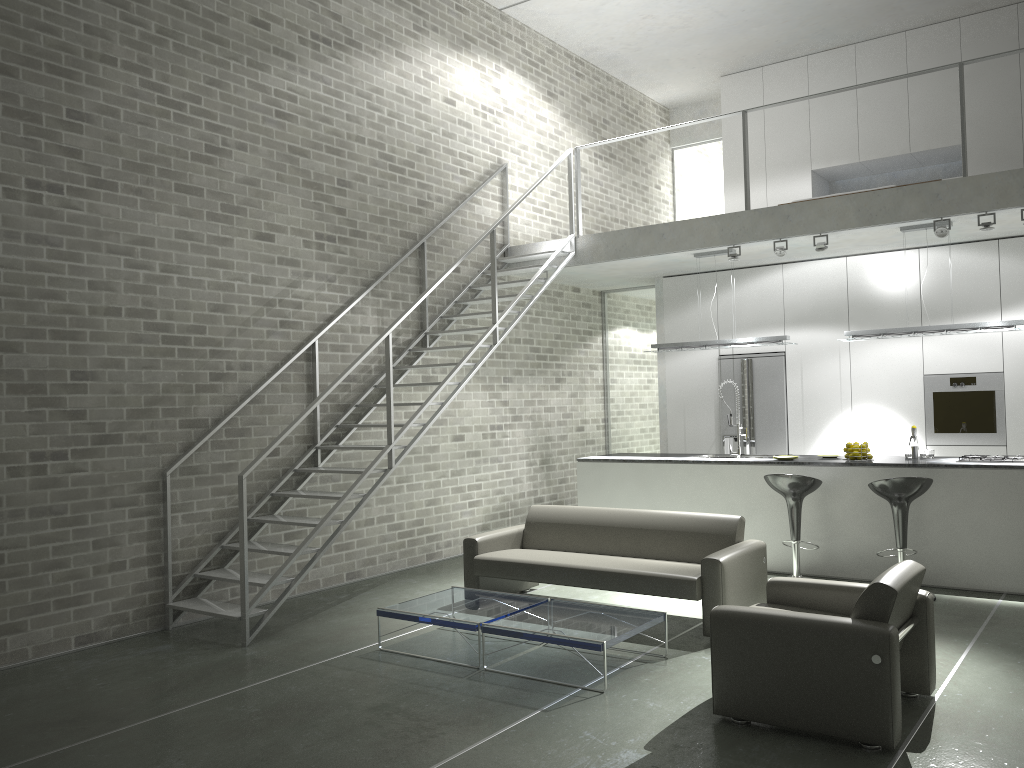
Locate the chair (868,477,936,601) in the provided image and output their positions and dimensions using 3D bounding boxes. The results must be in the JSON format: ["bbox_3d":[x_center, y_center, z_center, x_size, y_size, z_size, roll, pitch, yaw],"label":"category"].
[{"bbox_3d":[2.955,1.151,6.721,0.457,0.931,0.464,-2,-1,16],"label":"chair"}]

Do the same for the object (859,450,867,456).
[{"bbox_3d":[3.011,0.590,7.612,0.061,0.055,0.051,-2,-1,5],"label":"object"}]

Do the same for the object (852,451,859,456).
[{"bbox_3d":[2.943,0.599,7.597,0.061,0.054,0.052,-2,-1,2],"label":"object"}]

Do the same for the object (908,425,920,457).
[{"bbox_3d":[3.480,0.498,7.645,0.088,0.288,0.101,-1,-1,-25],"label":"object"}]

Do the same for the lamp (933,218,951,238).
[{"bbox_3d":[3.568,-1.291,7.360,0.131,0.154,0.098,-2,-2,35],"label":"lamp"}]

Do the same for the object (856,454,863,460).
[{"bbox_3d":[2.983,0.626,7.610,0.051,0.053,0.063,-2,-2,33],"label":"object"}]

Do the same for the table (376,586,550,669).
[{"bbox_3d":[-0.303,1.549,5.734,0.820,0.270,0.800,-2,-2,35],"label":"table"}]

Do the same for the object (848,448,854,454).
[{"bbox_3d":[2.935,0.576,7.671,0.062,0.053,0.052,-1,-1,-3],"label":"object"}]

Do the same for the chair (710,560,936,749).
[{"bbox_3d":[1.531,1.246,4.424,0.910,0.717,0.963,-2,-2,35],"label":"chair"}]

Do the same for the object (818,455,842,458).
[{"bbox_3d":[2.891,0.659,8.067,0.217,0.017,0.216,-1,-1,-29],"label":"object"}]

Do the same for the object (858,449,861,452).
[{"bbox_3d":[2.997,0.587,7.640,0.051,0.053,0.062,-2,-2,33],"label":"object"}]

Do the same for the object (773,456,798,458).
[{"bbox_3d":[2.436,0.654,7.893,0.217,0.017,0.216,-1,-1,-22],"label":"object"}]

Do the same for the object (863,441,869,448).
[{"bbox_3d":[3.058,0.526,7.668,0.050,0.060,0.059,-2,-1,25],"label":"object"}]

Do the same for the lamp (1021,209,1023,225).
[{"bbox_3d":[4.096,-1.323,7.005,0.109,0.135,0.109,-1,-1,-7],"label":"lamp"}]

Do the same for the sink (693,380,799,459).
[{"bbox_3d":[2.219,0.467,8.499,0.987,1.023,0.546,-2,-2,35],"label":"sink"}]

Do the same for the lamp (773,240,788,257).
[{"bbox_3d":[2.467,-1.246,8.151,0.115,0.151,0.115,-1,-1,-12],"label":"lamp"}]

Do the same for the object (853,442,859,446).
[{"bbox_3d":[2.983,0.527,7.683,0.051,0.053,0.063,-2,-1,27],"label":"object"}]

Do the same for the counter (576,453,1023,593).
[{"bbox_3d":[2.714,1.151,8.007,4.400,0.960,0.900,-2,-2,35],"label":"counter"}]

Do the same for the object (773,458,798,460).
[{"bbox_3d":[2.436,0.668,7.892,0.217,0.017,0.216,-1,-1,-22],"label":"object"}]

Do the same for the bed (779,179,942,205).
[{"bbox_3d":[4.047,-2.034,10.205,1.341,0.792,1.957,-2,-2,35],"label":"bed"}]

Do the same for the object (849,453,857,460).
[{"bbox_3d":[2.943,0.627,7.652,0.074,0.063,0.064,0,-2,-44],"label":"object"}]

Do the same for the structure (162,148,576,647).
[{"bbox_3d":[-0.923,-0.375,7.870,0.902,4.246,4.345,-2,-2,35],"label":"structure"}]

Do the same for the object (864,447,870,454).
[{"bbox_3d":[3.059,0.574,7.647,0.061,0.054,0.053,-1,-1,-18],"label":"object"}]

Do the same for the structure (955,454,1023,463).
[{"bbox_3d":[3.898,0.602,7.163,0.500,0.038,0.500,-2,-2,35],"label":"structure"}]

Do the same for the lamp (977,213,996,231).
[{"bbox_3d":[3.846,-1.312,7.183,0.109,0.135,0.109,-1,-1,-7],"label":"lamp"}]

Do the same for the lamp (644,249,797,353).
[{"bbox_3d":[2.028,-0.832,8.802,1.490,0.964,0.290,-2,-2,35],"label":"lamp"}]

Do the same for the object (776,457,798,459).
[{"bbox_3d":[2.436,0.663,7.893,0.217,0.017,0.216,-1,-1,-22],"label":"object"}]

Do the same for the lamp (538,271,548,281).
[{"bbox_3d":[3.705,-1.253,9.660,6.854,0.136,0.110,-2,-1,0],"label":"lamp"}]

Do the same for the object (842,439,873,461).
[{"bbox_3d":[2.993,0.569,7.678,0.189,0.174,0.207,-1,-1,-10],"label":"object"}]

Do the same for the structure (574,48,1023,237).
[{"bbox_3d":[2.958,-2.125,7.824,5.560,0.972,0.070,-2,-2,35],"label":"structure"}]

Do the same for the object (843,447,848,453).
[{"bbox_3d":[2.917,0.576,7.730,0.053,0.051,0.063,-1,-1,-6],"label":"object"}]

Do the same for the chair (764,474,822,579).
[{"bbox_3d":[2.307,1.180,7.223,0.464,0.931,0.457,0,-2,-41],"label":"chair"}]

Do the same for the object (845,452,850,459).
[{"bbox_3d":[2.922,0.623,7.710,0.060,0.057,0.052,-2,-1,27],"label":"object"}]

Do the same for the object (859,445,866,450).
[{"bbox_3d":[3.012,0.539,7.619,0.051,0.053,0.063,-3,-2,38],"label":"object"}]

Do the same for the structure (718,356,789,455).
[{"bbox_3d":[2.689,0.661,9.824,0.743,1.900,0.160,-2,-2,35],"label":"structure"}]

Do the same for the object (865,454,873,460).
[{"bbox_3d":[3.069,0.624,7.621,0.062,0.052,0.053,-1,-1,-25],"label":"object"}]

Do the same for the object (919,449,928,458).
[{"bbox_3d":[3.598,0.606,7.748,0.064,0.070,0.063,-1,-1,-17],"label":"object"}]

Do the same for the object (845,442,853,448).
[{"bbox_3d":[2.923,0.532,7.690,0.053,0.051,0.063,-1,-1,-17],"label":"object"}]

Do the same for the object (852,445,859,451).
[{"bbox_3d":[2.954,0.553,7.622,0.061,0.052,0.053,-3,-2,39],"label":"object"}]

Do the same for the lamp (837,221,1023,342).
[{"bbox_3d":[3.605,-0.899,7.681,1.490,0.964,0.290,-2,-2,35],"label":"lamp"}]

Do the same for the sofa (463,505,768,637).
[{"bbox_3d":[0.697,1.315,6.499,2.114,0.717,0.902,-2,-2,35],"label":"sofa"}]

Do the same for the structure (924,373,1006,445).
[{"bbox_3d":[4.379,0.252,8.592,0.692,0.680,0.036,-2,-2,35],"label":"structure"}]

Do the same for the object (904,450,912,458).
[{"bbox_3d":[3.468,0.610,7.750,0.064,0.070,0.063,-1,-1,-17],"label":"object"}]

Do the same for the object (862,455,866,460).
[{"bbox_3d":[3.036,0.628,7.671,0.061,0.055,0.050,-1,-1,-19],"label":"object"}]

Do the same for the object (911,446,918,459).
[{"bbox_3d":[3.469,0.589,7.637,0.060,0.106,0.060,-2,-1,29],"label":"object"}]

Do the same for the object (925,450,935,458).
[{"bbox_3d":[3.608,0.604,7.655,0.064,0.070,0.063,-3,-2,43],"label":"object"}]

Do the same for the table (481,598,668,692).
[{"bbox_3d":[0.380,1.519,5.248,0.820,0.270,0.800,-2,-2,35],"label":"table"}]

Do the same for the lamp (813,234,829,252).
[{"bbox_3d":[2.775,-1.258,7.958,0.115,0.151,0.115,-1,-1,-12],"label":"lamp"}]

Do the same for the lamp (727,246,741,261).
[{"bbox_3d":[2.108,-1.238,8.415,0.109,0.136,0.109,-1,-1,-12],"label":"lamp"}]
